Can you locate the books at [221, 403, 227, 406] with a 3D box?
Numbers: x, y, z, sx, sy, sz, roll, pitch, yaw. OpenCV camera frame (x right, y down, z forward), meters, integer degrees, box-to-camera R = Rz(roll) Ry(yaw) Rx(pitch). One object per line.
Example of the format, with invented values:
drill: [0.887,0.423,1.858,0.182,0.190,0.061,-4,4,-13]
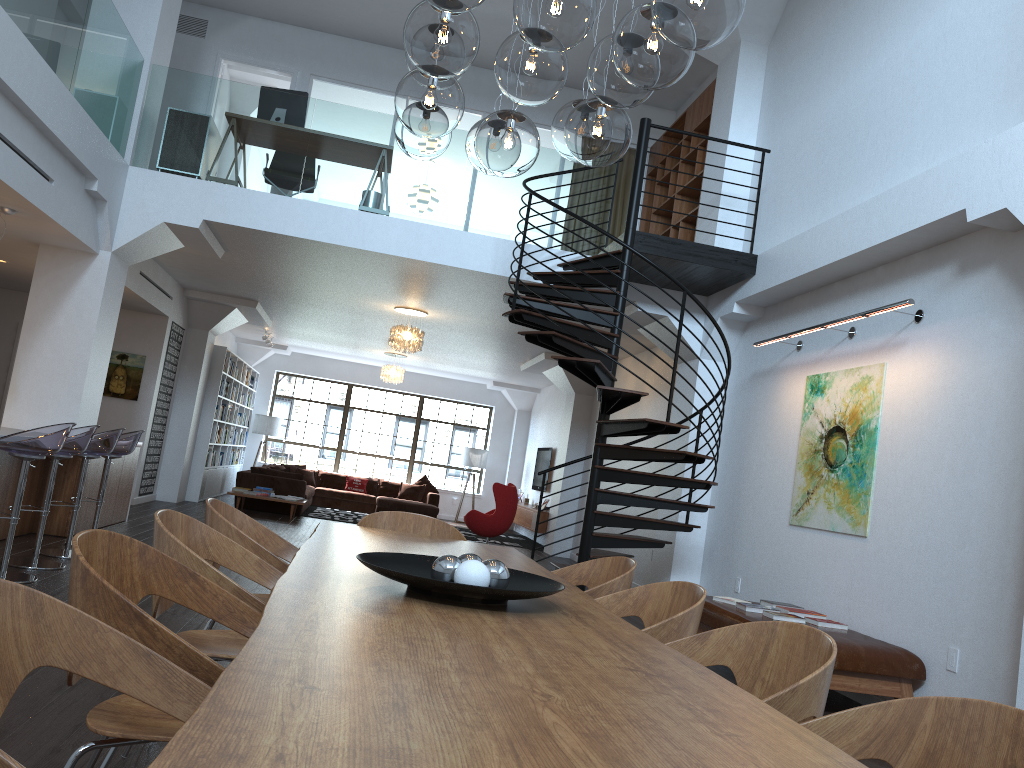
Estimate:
books: [-4.861,0.467,14.755,0.176,0.294,0.102,10,-6,-9]

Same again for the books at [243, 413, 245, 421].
books: [-5.273,0.672,17.116,0.183,0.253,0.042,10,-6,-9]

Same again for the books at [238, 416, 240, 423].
books: [-5.158,0.667,16.538,0.128,0.178,0.022,10,-6,-9]

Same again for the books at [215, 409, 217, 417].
books: [-4.708,0.466,13.922,0.120,0.167,0.020,10,-6,-9]

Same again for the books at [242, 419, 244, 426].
books: [-5.255,0.686,17.081,0.161,0.223,0.032,10,-6,-9]

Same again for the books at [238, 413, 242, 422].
books: [-5.199,0.658,16.770,0.140,0.231,0.042,10,-6,-9]

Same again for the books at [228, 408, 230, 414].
books: [-4.934,0.514,15.131,0.183,0.253,0.042,10,-6,-9]

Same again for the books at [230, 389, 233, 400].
books: [-4.847,0.142,15.056,0.174,0.239,0.045,10,-6,-9]

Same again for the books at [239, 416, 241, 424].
books: [-5.179,0.685,16.684,0.120,0.167,0.020,10,-6,-9]

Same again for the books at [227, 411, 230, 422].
books: [-4.947,0.549,15.249,0.161,0.207,0.135,10,-6,-9]

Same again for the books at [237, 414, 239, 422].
books: [-5.140,0.641,16.405,0.140,0.206,0.042,10,-6,-9]

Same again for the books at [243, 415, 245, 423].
books: [-5.282,0.681,17.189,0.171,0.246,0.039,10,-6,-9]

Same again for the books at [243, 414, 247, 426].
books: [-5.309,0.691,17.352,0.183,0.253,0.042,10,-6,-9]

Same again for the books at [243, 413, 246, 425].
books: [-5.300,0.680,17.266,0.180,0.259,0.042,10,-6,-9]

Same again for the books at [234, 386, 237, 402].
books: [-4.937,0.156,15.535,0.197,0.283,0.065,10,-6,-9]

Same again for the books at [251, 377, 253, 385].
books: [-5.196,-0.050,17.407,0.183,0.253,0.042,10,-6,-9]

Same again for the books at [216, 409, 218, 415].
books: [-4.711,0.471,13.974,0.107,0.167,0.017,10,-6,-9]

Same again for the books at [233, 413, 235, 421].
books: [-5.037,0.569,15.790,0.174,0.251,0.051,10,-6,-9]

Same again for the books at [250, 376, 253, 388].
books: [-5.193,-0.054,17.364,0.183,0.253,0.042,10,-6,-9]

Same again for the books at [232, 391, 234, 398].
books: [-4.886,0.168,15.281,0.161,0.223,0.027,10,-6,-9]

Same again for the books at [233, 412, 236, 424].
books: [-5.073,0.584,15.959,0.171,0.246,0.036,10,-6,-9]

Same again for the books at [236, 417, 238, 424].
books: [-5.118,0.656,16.323,0.120,0.167,0.019,10,-6,-9]

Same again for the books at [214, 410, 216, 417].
books: [-4.702,0.459,13.867,0.109,0.171,0.018,10,-6,-9]

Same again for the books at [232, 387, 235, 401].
books: [-4.902,0.161,15.348,0.170,0.245,0.057,10,-6,-9]

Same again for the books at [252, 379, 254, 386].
books: [-5.228,-0.036,17.579,0.183,0.253,0.042,10,-6,-9]

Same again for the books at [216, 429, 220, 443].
books: [-4.885,0.838,14.500,0.171,0.246,0.057,10,-6,-9]

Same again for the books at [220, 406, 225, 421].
books: [-4.820,0.468,14.521,0.182,0.253,0.034,10,-6,-9]

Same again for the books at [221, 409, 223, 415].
books: [-4.818,0.472,14.449,0.167,0.230,0.037,10,-6,-9]

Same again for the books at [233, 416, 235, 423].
books: [-5.047,0.590,15.858,0.161,0.223,0.030,10,-6,-9]

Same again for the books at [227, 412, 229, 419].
books: [-4.916,0.528,15.096,0.161,0.223,0.032,10,-6,-9]

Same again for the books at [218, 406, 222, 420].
books: [-4.780,0.455,14.276,0.174,0.239,0.045,10,-6,-9]

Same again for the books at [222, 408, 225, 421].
books: [-4.836,0.482,14.619,0.174,0.239,0.045,10,-6,-9]

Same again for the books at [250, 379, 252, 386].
books: [-5.188,-0.058,17.321,0.183,0.253,0.042,10,-6,-9]

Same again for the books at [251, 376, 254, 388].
books: [-5.211,-0.043,17.493,0.183,0.253,0.042,10,-6,-9]

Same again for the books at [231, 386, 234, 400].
books: [-4.864,0.143,15.155,0.182,0.253,0.034,10,-6,-9]

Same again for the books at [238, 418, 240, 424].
books: [-5.172,0.677,16.629,0.109,0.171,0.018,10,-6,-9]

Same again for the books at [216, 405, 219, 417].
books: [-4.728,0.439,14.008,0.140,0.231,0.042,10,-6,-9]

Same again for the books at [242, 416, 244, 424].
books: [-5.245,0.671,17.007,0.174,0.240,0.054,10,-6,-9]

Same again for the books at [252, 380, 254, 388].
books: [-5.233,-0.033,17.622,0.183,0.253,0.042,10,-6,-9]

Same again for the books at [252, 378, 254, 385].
books: [-5.218,-0.039,17.536,0.183,0.253,0.042,10,-6,-9]

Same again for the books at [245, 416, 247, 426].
books: [-5.330,0.727,17.495,0.161,0.207,0.135,10,-6,-9]

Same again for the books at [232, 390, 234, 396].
books: [-4.884,0.166,15.255,0.161,0.223,0.026,10,-6,-9]

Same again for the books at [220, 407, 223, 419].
books: [-4.798,0.473,14.392,0.161,0.223,0.027,10,-6,-9]

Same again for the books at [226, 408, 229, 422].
books: [-4.907,0.513,15.022,0.174,0.240,0.054,10,-6,-9]

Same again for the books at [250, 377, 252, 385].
books: [-5.178,-0.061,17.278,0.183,0.253,0.042,10,-6,-9]

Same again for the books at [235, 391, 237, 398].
books: [-4.938,0.180,15.607,0.159,0.250,0.026,10,-6,-9]

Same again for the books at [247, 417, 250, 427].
books: [-5.400,0.755,17.906,0.182,0.215,0.188,10,-6,-9]

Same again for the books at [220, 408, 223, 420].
books: [-4.805,0.474,14.418,0.161,0.223,0.026,10,-6,-9]

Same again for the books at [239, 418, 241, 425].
books: [-5.177,0.690,16.710,0.106,0.162,0.032,10,-6,-9]

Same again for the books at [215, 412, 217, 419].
books: [-4.707,0.471,13.949,0.106,0.162,0.032,10,-6,-9]

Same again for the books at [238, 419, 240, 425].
books: [-5.171,0.689,16.646,0.110,0.153,0.019,10,-6,-9]

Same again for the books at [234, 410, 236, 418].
books: [-5.064,0.577,15.891,0.183,0.253,0.039,10,-6,-9]

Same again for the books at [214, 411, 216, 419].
books: [-4.700,0.470,13.885,0.110,0.153,0.019,10,-6,-9]

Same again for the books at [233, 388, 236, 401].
books: [-4.908,0.169,15.399,0.174,0.239,0.045,10,-6,-9]

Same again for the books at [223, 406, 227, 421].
books: [-4.844,0.482,14.693,0.182,0.253,0.034,10,-6,-9]

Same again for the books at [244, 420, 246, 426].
books: [-5.326,0.707,17.439,0.174,0.236,0.142,10,-6,-9]

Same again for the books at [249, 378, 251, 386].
books: [-5.135,-0.055,17.120,0.161,0.223,0.032,10,-6,-9]

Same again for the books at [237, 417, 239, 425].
books: [-5.144,0.652,16.445,0.139,0.191,0.036,10,-6,-9]
